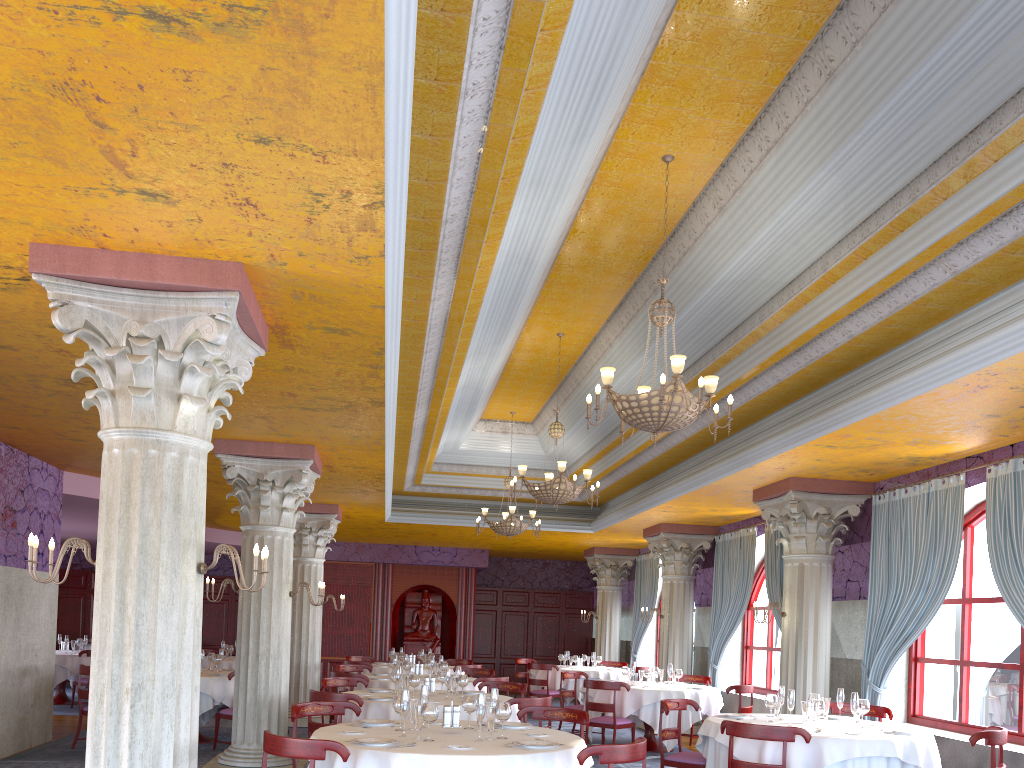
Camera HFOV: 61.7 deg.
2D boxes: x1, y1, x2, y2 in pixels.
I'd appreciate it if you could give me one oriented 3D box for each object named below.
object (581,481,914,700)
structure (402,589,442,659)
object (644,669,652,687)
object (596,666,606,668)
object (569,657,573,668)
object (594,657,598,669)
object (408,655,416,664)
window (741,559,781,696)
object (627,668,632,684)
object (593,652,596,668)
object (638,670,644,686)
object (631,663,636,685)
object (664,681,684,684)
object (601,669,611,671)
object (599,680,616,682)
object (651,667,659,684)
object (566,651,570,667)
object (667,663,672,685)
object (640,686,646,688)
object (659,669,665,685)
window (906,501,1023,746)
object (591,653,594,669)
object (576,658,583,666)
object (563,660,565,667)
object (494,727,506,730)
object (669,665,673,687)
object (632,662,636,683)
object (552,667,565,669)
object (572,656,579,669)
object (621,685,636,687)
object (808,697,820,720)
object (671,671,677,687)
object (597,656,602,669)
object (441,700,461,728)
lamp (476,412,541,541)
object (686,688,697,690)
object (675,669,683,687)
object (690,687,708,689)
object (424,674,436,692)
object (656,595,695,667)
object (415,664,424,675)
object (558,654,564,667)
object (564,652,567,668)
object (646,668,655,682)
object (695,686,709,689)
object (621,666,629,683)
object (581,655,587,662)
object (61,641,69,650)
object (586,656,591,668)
[{"bbox_3d":[4.061,3.023,10.334,2.096,3.508,30.143,3,-15,-8],"label":"object"},{"bbox_3d":[-2.236,6.017,21.378,0.966,1.822,0.649,3,-3,-8],"label":"structure"},{"bbox_3d":[1.973,4.274,12.459,0.124,0.260,0.123,5,-5,-39],"label":"object"},{"bbox_3d":[1.841,6.006,18.190,0.313,0.024,0.324,4,-16,-8],"label":"object"},{"bbox_3d":[1.190,5.619,17.275,0.086,0.234,0.086,4,-3,-28],"label":"object"},{"bbox_3d":[1.690,5.664,17.372,0.086,0.234,0.086,4,-3,-28],"label":"object"},{"bbox_3d":[-1.851,5.072,15.838,0.146,0.208,0.072,5,-4,-28],"label":"object"},{"bbox_3d":[4.359,3.570,13.118,0.160,2.491,3.678,2,-11,-8],"label":"window"},{"bbox_3d":[1.793,4.445,13.042,0.086,0.234,0.087,2,-3,-6],"label":"object"},{"bbox_3d":[1.703,5.738,17.802,0.074,0.331,0.075,1,-2,28],"label":"object"},{"bbox_3d":[1.890,4.308,12.541,0.085,0.234,0.087,1,-3,17],"label":"object"},{"bbox_3d":[1.784,4.275,12.612,0.074,0.331,0.074,2,-2,6],"label":"object"},{"bbox_3d":[2.541,4.695,13.456,0.313,0.024,0.324,4,-16,-8],"label":"object"},{"bbox_3d":[1.879,5.673,16.984,0.234,0.013,0.028,-10,-18,36],"label":"object"},{"bbox_3d":[1.470,4.609,13.292,0.319,0.024,0.319,14,-20,-36],"label":"object"},{"bbox_3d":[2.211,4.498,13.221,0.123,0.260,0.124,3,-4,-17],"label":"object"},{"bbox_3d":[1.165,5.741,17.884,0.074,0.331,0.075,1,-2,28],"label":"object"},{"bbox_3d":[2.403,4.427,13.068,0.074,0.331,0.074,3,-2,-17],"label":"object"},{"bbox_3d":[1.823,4.295,12.124,0.055,0.019,0.263,-10,-19,39],"label":"object"},{"bbox_3d":[2.293,4.491,13.138,0.085,0.234,0.087,1,-3,17],"label":"object"},{"bbox_3d":[5.056,2.265,8.406,0.160,2.491,3.678,2,-11,-8],"label":"window"},{"bbox_3d":[1.622,5.583,17.264,0.074,0.331,0.075,1,-2,28],"label":"object"},{"bbox_3d":[1.392,5.707,17.660,0.146,0.208,0.072,5,-4,-28],"label":"object"},{"bbox_3d":[1.094,5.756,17.776,0.086,0.234,0.086,4,-3,-28],"label":"object"},{"bbox_3d":[-0.090,2.696,6.701,0.140,0.010,0.030,-11,-19,38],"label":"object"},{"bbox_3d":[2.321,4.272,12.530,0.074,0.331,0.075,1,-2,28],"label":"object"},{"bbox_3d":[1.865,4.430,13.150,0.074,0.331,0.074,3,-2,-39],"label":"object"},{"bbox_3d":[0.934,5.624,16.955,0.313,0.024,0.324,4,-16,-8],"label":"object"},{"bbox_3d":[1.273,5.585,17.193,0.124,0.260,0.123,5,-5,-39],"label":"object"},{"bbox_3d":[1.634,4.313,12.221,0.313,0.024,0.324,4,-16,-8],"label":"object"},{"bbox_3d":[2.817,3.038,8.019,0.146,0.208,0.072,5,-4,-28],"label":"object"},{"bbox_3d":[2.390,4.353,12.638,0.086,0.234,0.086,4,-3,-28],"label":"object"},{"bbox_3d":[1.773,5.678,17.455,0.122,0.260,0.124,2,-4,6],"label":"object"},{"bbox_3d":[-0.448,2.445,6.351,0.146,0.208,0.072,5,-4,-28],"label":"object"},{"bbox_3d":[-0.029,1.507,14.289,0.960,2.147,0.973,0,-4,37],"label":"lamp"},{"bbox_3d":[2.578,4.362,12.250,0.234,0.013,0.028,-10,-18,36],"label":"object"},{"bbox_3d":[2.473,4.367,12.721,0.124,0.260,0.123,5,-5,-39],"label":"object"},{"bbox_3d":[2.705,4.399,12.384,0.313,0.024,0.324,4,-16,-8],"label":"object"},{"bbox_3d":[-0.918,3.324,9.527,0.146,0.208,0.072,5,-4,-28],"label":"object"},{"bbox_3d":[3.663,4.874,17.826,0.160,2.491,3.678,2,-11,-8],"label":"object"},{"bbox_3d":[-1.366,4.163,12.555,0.146,0.208,0.072,5,-4,-28],"label":"object"},{"bbox_3d":[1.011,5.717,17.693,0.122,0.260,0.124,2,-4,6],"label":"object"},{"bbox_3d":[1.084,5.586,17.346,0.074,0.331,0.075,1,-2,28],"label":"object"},{"bbox_3d":[2.092,4.396,12.926,0.146,0.208,0.072,5,-4,-28],"label":"object"},{"bbox_3d":[2.801,4.458,12.573,0.259,0.019,0.056,-12,-20,40],"label":"object"},{"bbox_3d":[1.711,4.406,12.959,0.122,0.260,0.124,2,-4,6],"label":"object"},{"bbox_3d":[1.511,5.809,17.955,0.123,0.260,0.124,3,-4,-17],"label":"object"},{"bbox_3d":[-8.434,4.921,16.170,0.146,0.208,0.072,5,-4,-28],"label":"object"},{"bbox_3d":[1.593,5.802,17.872,0.085,0.234,0.087,1,-3,17],"label":"object"}]
